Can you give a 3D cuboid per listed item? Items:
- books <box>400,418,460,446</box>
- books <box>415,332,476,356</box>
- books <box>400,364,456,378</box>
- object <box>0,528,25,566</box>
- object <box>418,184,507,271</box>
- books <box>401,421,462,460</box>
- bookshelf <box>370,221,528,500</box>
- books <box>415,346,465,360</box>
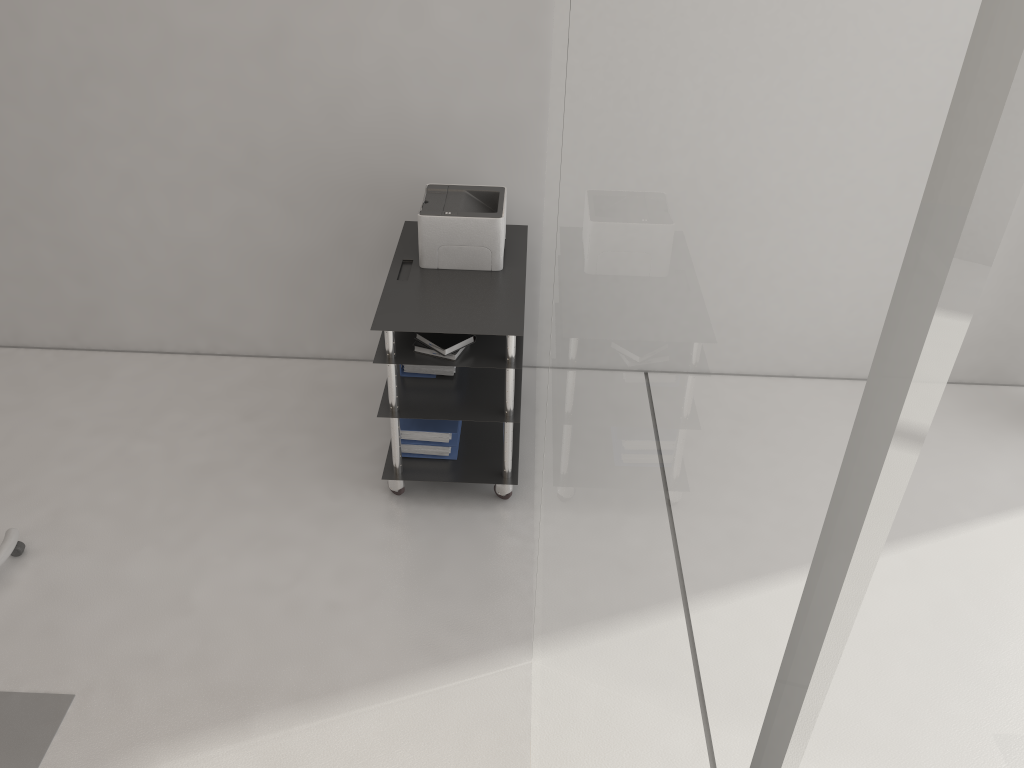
[{"bbox_3d":[-0.356,0.137,3.867,0.263,0.077,0.320,2,34,1],"label":"books"},{"bbox_3d":[-0.259,-0.184,3.437,0.164,0.032,0.183,-28,44,-36],"label":"books"},{"bbox_3d":[-0.336,-0.145,3.852,0.263,0.077,0.320,2,34,1],"label":"books"},{"bbox_3d":[-2.141,-0.167,2.817,0.553,2.088,0.560,-6,35,-11],"label":"object"},{"bbox_3d":[-0.205,-0.671,3.772,0.350,0.235,0.351,2,34,1],"label":"object"},{"bbox_3d":[-0.360,0.198,3.908,0.263,0.077,0.320,2,34,1],"label":"books"},{"bbox_3d":[-0.236,-0.111,3.918,0.567,0.855,0.985,2,34,1],"label":"bookshelf"},{"bbox_3d":[-0.271,-0.159,3.457,0.170,0.028,0.146,13,36,16],"label":"books"}]
